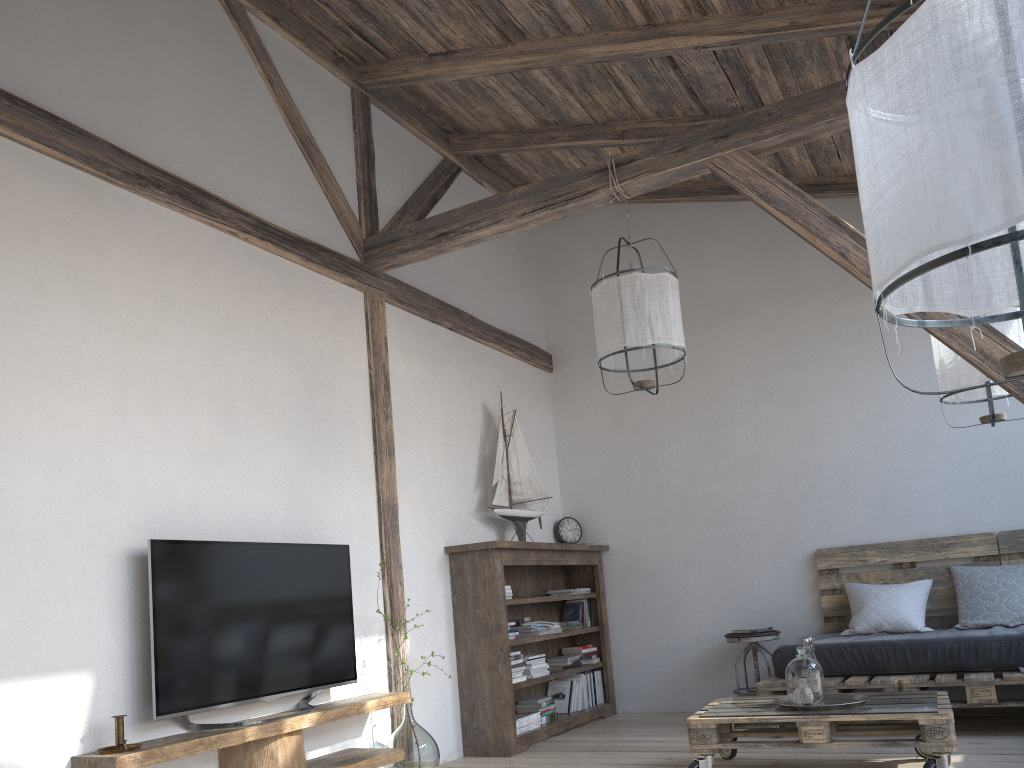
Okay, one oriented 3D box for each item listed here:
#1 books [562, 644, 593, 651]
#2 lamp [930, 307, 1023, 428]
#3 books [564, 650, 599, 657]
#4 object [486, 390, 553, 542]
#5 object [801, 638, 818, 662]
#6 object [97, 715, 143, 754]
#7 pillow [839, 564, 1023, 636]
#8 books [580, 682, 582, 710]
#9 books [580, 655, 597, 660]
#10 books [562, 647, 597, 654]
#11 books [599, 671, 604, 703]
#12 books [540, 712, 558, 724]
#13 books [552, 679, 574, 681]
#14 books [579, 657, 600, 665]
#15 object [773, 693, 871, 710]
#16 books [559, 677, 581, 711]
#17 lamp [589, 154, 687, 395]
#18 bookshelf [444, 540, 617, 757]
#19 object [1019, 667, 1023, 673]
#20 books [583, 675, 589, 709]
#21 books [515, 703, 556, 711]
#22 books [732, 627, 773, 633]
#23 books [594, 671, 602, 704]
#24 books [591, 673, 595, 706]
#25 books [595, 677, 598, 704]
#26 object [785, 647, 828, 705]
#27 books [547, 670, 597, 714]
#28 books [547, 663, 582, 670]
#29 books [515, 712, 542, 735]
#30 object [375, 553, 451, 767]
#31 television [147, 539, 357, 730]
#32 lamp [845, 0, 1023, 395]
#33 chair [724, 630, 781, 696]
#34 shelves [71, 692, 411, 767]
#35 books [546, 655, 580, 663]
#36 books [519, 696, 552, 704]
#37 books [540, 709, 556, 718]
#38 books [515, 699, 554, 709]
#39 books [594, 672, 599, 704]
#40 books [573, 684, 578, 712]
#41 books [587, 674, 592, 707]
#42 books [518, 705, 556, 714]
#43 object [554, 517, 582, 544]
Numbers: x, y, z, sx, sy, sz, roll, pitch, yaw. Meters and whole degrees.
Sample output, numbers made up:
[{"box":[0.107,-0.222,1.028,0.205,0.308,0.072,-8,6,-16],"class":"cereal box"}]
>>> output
[{"box":[0.452,1.821,6.080,0.144,0.019,0.204,-12,-15,26],"class":"books"},{"box":[2.124,-0.557,4.091,0.407,1.490,0.407,-2,-8,-21],"class":"lamp"},{"box":[0.474,1.858,6.055,0.163,0.026,0.204,-14,-17,34],"class":"books"},{"box":[0.044,0.543,5.617,0.142,0.974,0.797,-9,-11,32],"class":"object"},{"box":[1.307,1.246,3.842,0.072,0.263,0.155,-9,-10,27],"class":"object"},{"box":[-1.301,1.158,2.918,0.140,0.110,0.142,-7,-11,10],"class":"object"},{"box":[2.458,1.224,5.035,1.140,0.348,0.355,-12,-13,27],"class":"pillow"},{"box":[0.398,2.064,5.820,0.140,0.180,0.066,-10,-9,27],"class":"books"},{"box":[0.467,1.880,6.045,0.205,0.021,0.152,-9,-14,16],"class":"books"},{"box":[0.464,1.835,6.053,0.159,0.021,0.221,-13,-16,30],"class":"books"},{"box":[0.554,2.105,6.111,0.158,0.216,0.036,-10,-9,28],"class":"books"},{"box":[0.155,2.051,5.400,0.175,0.038,0.226,-12,-15,27],"class":"books"},{"box":[0.325,2.045,5.768,0.158,0.202,0.108,-10,-10,27],"class":"books"},{"box":[0.478,1.906,6.044,0.220,0.030,0.164,-10,-15,20],"class":"books"},{"box":[1.312,1.346,3.729,0.397,0.021,0.401,8,-19,-41],"class":"object"},{"box":[0.376,2.044,5.793,0.158,0.208,0.091,-10,-10,27],"class":"books"},{"box":[0.559,-0.497,4.077,0.399,1.064,0.415,-2,-9,-21],"class":"lamp"},{"box":[0.200,1.607,5.559,0.351,1.151,1.644,-9,-12,27],"class":"bookshelf"},{"box":[2.665,1.409,3.961,0.506,0.271,0.722,-7,-13,11],"class":"object"},{"box":[0.427,2.058,5.877,0.158,0.216,0.017,-10,-9,28],"class":"books"},{"box":[0.144,1.990,5.423,0.175,0.013,0.232,-13,-16,30],"class":"books"},{"box":[1.512,1.548,5.534,0.205,0.021,0.153,4,-16,-32],"class":"books"},{"box":[0.538,2.101,6.087,0.159,0.215,0.021,-10,-9,28],"class":"books"},{"box":[0.480,2.077,5.975,0.158,0.216,0.017,-10,-9,28],"class":"books"},{"box":[0.520,2.109,6.046,0.140,0.182,0.019,-10,-9,28],"class":"books"},{"box":[1.229,1.228,3.695,0.156,0.242,0.159,-4,-9,-4],"class":"object"},{"box":[0.392,2.046,5.873,0.203,0.244,0.416,-10,-13,27],"class":"books"},{"box":[0.340,1.866,5.818,0.154,0.023,0.230,-15,-17,35],"class":"books"},{"box":[0.003,1.965,5.100,0.240,0.086,0.321,-11,-15,26],"class":"books"},{"box":[-0.486,1.398,4.373,0.276,1.100,0.523,-7,-9,14],"class":"object"},{"box":[-1.001,0.991,3.552,0.208,0.692,1.117,-9,-12,27],"class":"television"},{"box":[0.656,-0.929,1.325,0.407,1.861,0.407,-2,-8,-21],"class":"lamp"},{"box":[1.538,1.817,5.523,0.357,0.511,0.357,-10,-11,31],"class":"chair"},{"box":[-0.909,1.547,3.471,0.333,0.441,1.624,-10,-14,27],"class":"shelves"},{"box":[0.339,1.823,5.832,0.153,0.023,0.231,-11,-15,22],"class":"books"},{"box":[0.145,1.950,5.432,0.134,0.020,0.202,-11,-15,26],"class":"books"},{"box":[0.155,2.023,5.404,0.159,0.021,0.228,-10,-15,22],"class":"books"},{"box":[0.141,1.972,5.425,0.175,0.024,0.224,-10,-15,22],"class":"books"},{"box":[0.512,2.100,6.075,0.159,0.215,0.021,-10,-9,28],"class":"books"},{"box":[0.360,2.055,5.762,0.140,0.172,0.095,-10,-10,27],"class":"books"},{"box":[0.456,2.072,5.942,0.159,0.215,0.021,-10,-9,28],"class":"books"},{"box":[0.153,2.002,5.407,0.159,0.021,0.227,-12,-16,27],"class":"books"},{"box":[0.405,1.059,6.322,0.204,0.206,0.084,0,-9,-26],"class":"object"}]
